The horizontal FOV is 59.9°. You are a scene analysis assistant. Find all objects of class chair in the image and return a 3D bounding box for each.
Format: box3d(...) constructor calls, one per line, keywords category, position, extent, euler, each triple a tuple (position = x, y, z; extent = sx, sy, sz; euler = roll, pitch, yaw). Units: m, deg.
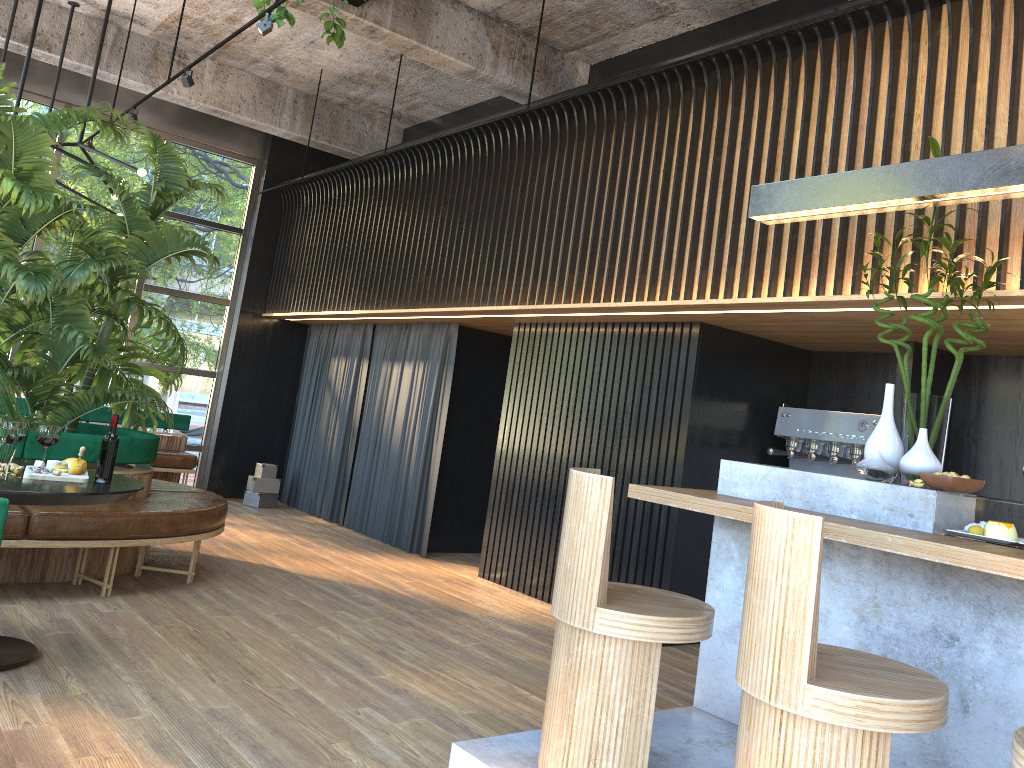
box3d(category="chair", position=(1.327, 0.882, 1.828), extent=(0.558, 0.979, 0.530), euler=(9, -6, -14))
box3d(category="chair", position=(0.401, 0.805, 2.995), extent=(0.565, 0.979, 0.524), euler=(11, -7, -28))
box3d(category="chair", position=(0.874, 0.844, 2.384), extent=(0.528, 0.979, 0.561), euler=(5, -7, 27))

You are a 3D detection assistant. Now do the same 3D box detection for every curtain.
box3d(category="curtain", position=(-1.529, 0.370, 8.862), extent=(0.126, 2.079, 3.122), euler=(14, -7, -38))

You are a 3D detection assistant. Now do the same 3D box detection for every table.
box3d(category="table", position=(-2.212, 0.750, 3.704), extent=(1.069, 0.757, 1.121), euler=(6, -4, 21))

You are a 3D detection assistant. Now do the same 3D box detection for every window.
box3d(category="window", position=(1.237, -1.815, 1.146), extent=(4.305, 6.557, 19.411), euler=(12, -5, -37))

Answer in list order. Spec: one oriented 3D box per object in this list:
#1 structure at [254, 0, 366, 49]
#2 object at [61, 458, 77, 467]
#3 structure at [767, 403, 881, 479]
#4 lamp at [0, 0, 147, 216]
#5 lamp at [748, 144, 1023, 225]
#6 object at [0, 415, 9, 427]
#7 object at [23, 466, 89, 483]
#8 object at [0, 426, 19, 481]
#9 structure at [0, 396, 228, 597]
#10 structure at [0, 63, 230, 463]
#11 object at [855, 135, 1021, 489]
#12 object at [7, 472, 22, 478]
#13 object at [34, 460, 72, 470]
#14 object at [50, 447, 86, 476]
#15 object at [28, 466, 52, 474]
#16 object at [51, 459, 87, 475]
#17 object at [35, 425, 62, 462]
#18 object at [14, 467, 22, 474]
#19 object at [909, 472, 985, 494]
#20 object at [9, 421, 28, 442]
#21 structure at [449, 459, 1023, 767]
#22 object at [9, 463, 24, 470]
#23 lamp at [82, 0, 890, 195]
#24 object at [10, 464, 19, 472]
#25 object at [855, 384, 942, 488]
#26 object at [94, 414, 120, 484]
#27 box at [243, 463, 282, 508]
box3d(category="structure", position=(-1.555, -2.869, 5.363), extent=(2.204, 1.531, 1.379), euler=(8, -5, -9))
box3d(category="object", position=(-2.045, 0.370, 4.092), extent=(0.202, 0.072, 0.060), euler=(5, -6, 42))
box3d(category="structure", position=(2.011, 0.947, 5.660), extent=(0.570, 1.610, 0.800), euler=(13, -8, -38))
box3d(category="lamp", position=(2.195, -1.930, 2.211), extent=(5.291, 1.838, 18.028), euler=(10, -3, -38))
box3d(category="lamp", position=(4.202, -1.502, 2.618), extent=(5.158, 2.151, 6.446), euler=(10, -4, -44))
box3d(category="object", position=(-2.154, 0.251, 3.682), extent=(0.089, 0.247, 0.095), euler=(3, -8, 35))
box3d(category="object", position=(-1.996, 0.395, 3.892), extent=(0.247, 0.020, 0.338), euler=(9, -3, -28))
box3d(category="object", position=(-2.052, 0.278, 3.557), extent=(0.106, 0.211, 0.104), euler=(8, -6, -3))
box3d(category="structure", position=(1.778, 0.788, 1.550), extent=(6.272, 1.561, 19.183), euler=(9, -3, -38))
box3d(category="structure", position=(-3.268, -0.615, 5.739), extent=(2.561, 3.470, 2.508), euler=(4, -7, 37))
box3d(category="object", position=(1.731, -0.206, 3.669), extent=(0.674, 1.565, 0.578), euler=(8, -7, 0))
box3d(category="object", position=(-2.115, 0.376, 3.731), extent=(0.064, 0.013, 0.142), euler=(10, -3, -43))
box3d(category="object", position=(-2.034, 0.364, 3.981), extent=(0.203, 0.038, 0.060), euler=(8, -4, -5))
box3d(category="object", position=(-1.914, 0.331, 3.842), extent=(0.096, 0.125, 0.144), euler=(4, -6, 34))
box3d(category="object", position=(-2.037, 0.371, 3.855), extent=(0.106, 0.013, 0.211), euler=(9, -3, -33))
box3d(category="object", position=(-1.949, 0.360, 3.924), extent=(0.165, 0.065, 0.097), euler=(6, -4, 22))
box3d(category="object", position=(-2.133, 0.291, 4.064), extent=(0.098, 0.203, 0.106), euler=(2, -8, 41))
box3d(category="object", position=(-2.107, 0.370, 3.786), extent=(0.034, 0.031, 0.038), euler=(9, -4, -13))
box3d(category="object", position=(1.590, 0.357, 3.275), extent=(0.199, 0.073, 0.218), euler=(8, -3, -18))
box3d(category="object", position=(-2.263, 0.272, 4.013), extent=(0.098, 0.203, 0.106), euler=(2, -8, 41))
box3d(category="structure", position=(4.241, 1.052, 2.429), extent=(6.070, 1.745, 6.799), euler=(10, -3, -38))
box3d(category="object", position=(-2.201, 0.363, 3.900), extent=(0.102, 0.028, 0.122), euler=(9, -3, -23))
box3d(category="lamp", position=(-1.102, -2.424, 4.828), extent=(3.932, 1.544, 9.587), euler=(10, -3, -41))
box3d(category="object", position=(-2.160, 0.365, 3.855), extent=(0.034, 0.033, 0.036), euler=(12, -6, -40))
box3d(category="object", position=(1.525, 0.195, 3.521), extent=(0.315, 0.401, 0.318), euler=(7, -5, 11))
box3d(category="object", position=(-1.772, 0.283, 3.905), extent=(0.070, 0.302, 0.066), euler=(11, -8, -21))
box3d(category="box", position=(-2.632, 1.070, 9.406), extent=(0.268, 0.446, 0.343), euler=(3, -7, 41))
